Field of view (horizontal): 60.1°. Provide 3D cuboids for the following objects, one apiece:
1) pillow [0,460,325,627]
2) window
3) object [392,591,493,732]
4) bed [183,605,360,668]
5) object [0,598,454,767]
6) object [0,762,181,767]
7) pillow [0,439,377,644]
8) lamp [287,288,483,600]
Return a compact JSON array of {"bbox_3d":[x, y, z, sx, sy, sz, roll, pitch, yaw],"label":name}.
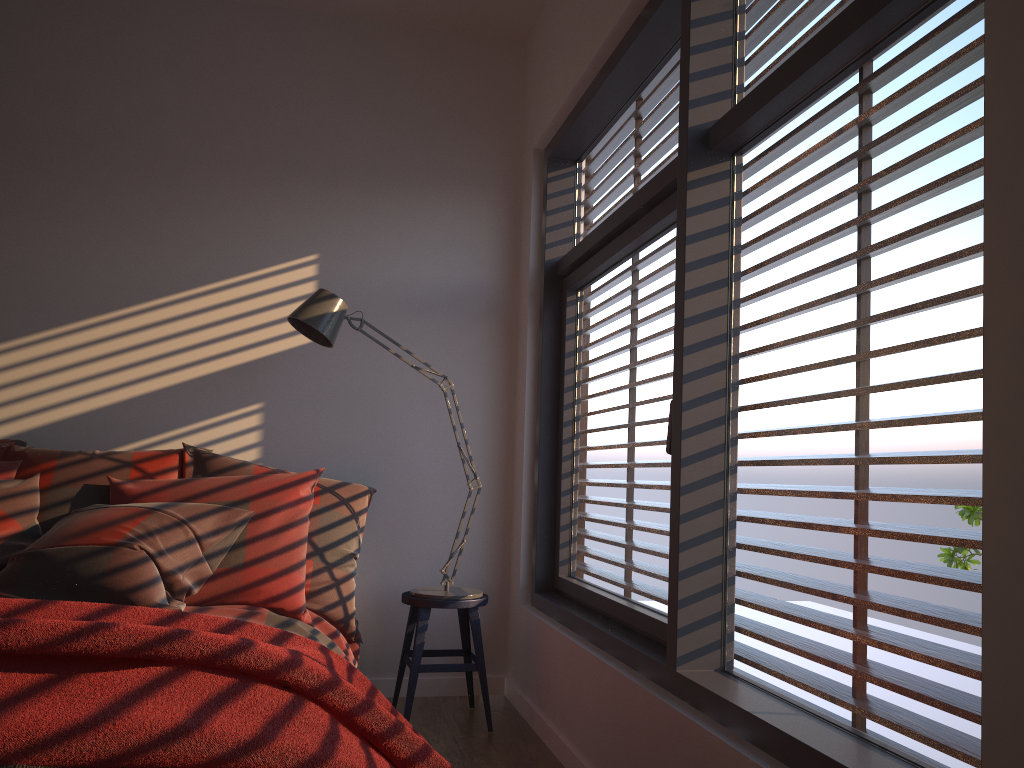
[{"bbox_3d":[-1.563,0.504,2.954,1.815,0.550,0.529,3,-5,-11],"label":"pillow"},{"bbox_3d":[0.473,-0.164,2.482,0.170,1.933,2.646,2,-5,-12],"label":"window"},{"bbox_3d":[-0.267,1.051,3.403,0.338,0.479,0.343,3,-4,-14],"label":"object"},{"bbox_3d":[-1.365,0.759,2.323,2.037,0.767,2.322,3,-6,-12],"label":"bed"},{"bbox_3d":[-1.254,0.761,1.666,2.646,0.658,0.685,3,-5,-11],"label":"object"},{"bbox_3d":[-1.189,0.779,1.533,2.507,0.566,1.126,3,-6,-12],"label":"object"},{"bbox_3d":[-1.478,0.534,2.936,2.143,0.731,1.148,3,-5,-14],"label":"pillow"},{"bbox_3d":[-0.473,0.234,3.352,0.789,1.123,0.280,3,-3,-20],"label":"lamp"}]
